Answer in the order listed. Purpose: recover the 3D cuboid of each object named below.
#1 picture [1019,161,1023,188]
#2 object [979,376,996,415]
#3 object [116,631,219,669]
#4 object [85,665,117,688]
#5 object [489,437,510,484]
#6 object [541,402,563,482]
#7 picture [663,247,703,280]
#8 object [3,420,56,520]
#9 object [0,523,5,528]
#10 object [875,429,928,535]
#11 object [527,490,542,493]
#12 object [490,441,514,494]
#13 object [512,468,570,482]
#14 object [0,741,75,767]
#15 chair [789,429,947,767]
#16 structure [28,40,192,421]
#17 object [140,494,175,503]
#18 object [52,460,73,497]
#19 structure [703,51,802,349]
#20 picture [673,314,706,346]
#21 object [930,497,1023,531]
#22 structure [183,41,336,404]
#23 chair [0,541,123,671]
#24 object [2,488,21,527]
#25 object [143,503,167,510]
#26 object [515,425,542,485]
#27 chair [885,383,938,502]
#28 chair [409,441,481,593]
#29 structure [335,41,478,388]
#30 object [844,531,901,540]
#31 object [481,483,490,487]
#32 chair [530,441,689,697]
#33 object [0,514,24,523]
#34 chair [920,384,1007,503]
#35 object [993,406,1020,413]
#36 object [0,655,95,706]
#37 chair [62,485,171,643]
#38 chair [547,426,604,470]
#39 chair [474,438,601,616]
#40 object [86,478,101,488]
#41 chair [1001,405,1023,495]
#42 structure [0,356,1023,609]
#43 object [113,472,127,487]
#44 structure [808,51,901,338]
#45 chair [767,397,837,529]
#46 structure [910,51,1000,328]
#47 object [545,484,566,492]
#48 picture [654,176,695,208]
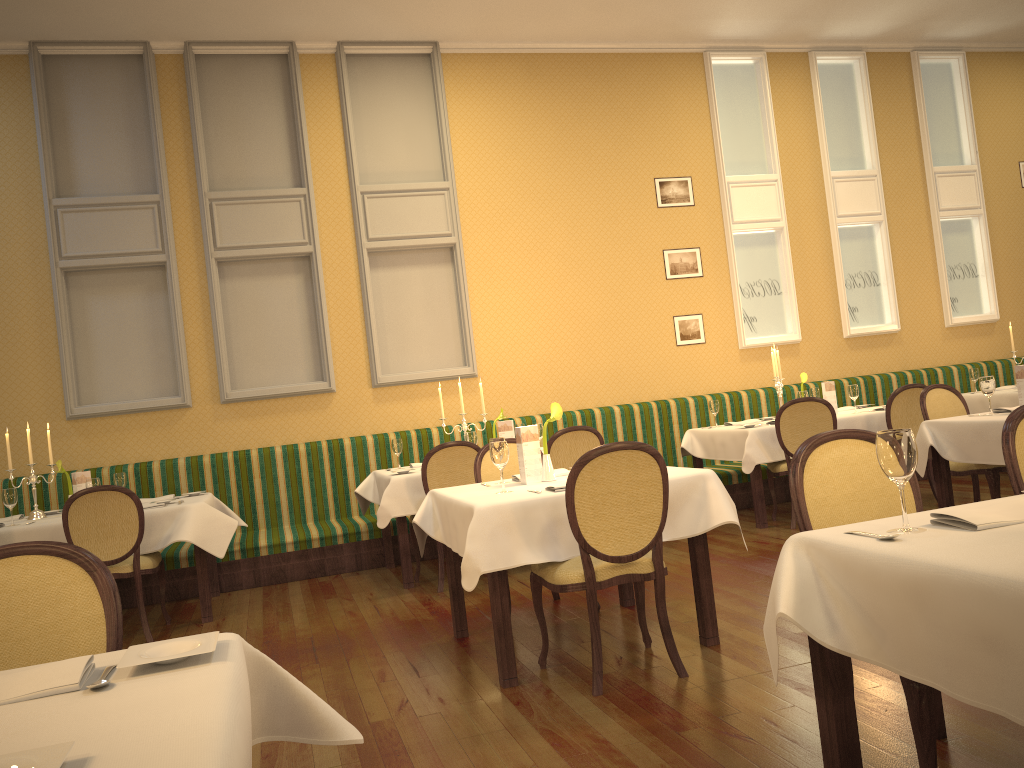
[{"bbox_3d":[5.870,-2.343,9.887,0.504,0.294,0.008,-6,-1,-16],"label":"picture"},{"bbox_3d":[2.846,0.068,5.292,0.088,0.229,0.088,-7,-2,26],"label":"object"},{"bbox_3d":[-0.610,0.485,1.589,0.160,0.024,0.160,-6,-1,-16],"label":"object"},{"bbox_3d":[-0.696,0.498,1.517,0.038,0.015,0.181,-6,-1,-14],"label":"object"},{"bbox_3d":[-0.063,0.386,4.464,0.088,0.229,0.088,-7,-2,32],"label":"object"},{"bbox_3d":[0.186,0.279,4.254,0.076,0.375,0.163,-6,-2,-39],"label":"object"},{"bbox_3d":[1.670,-1.176,8.651,0.401,0.294,0.008,-6,-1,-16],"label":"picture"},{"bbox_3d":[-3.178,0.570,5.873,0.131,0.655,0.390,-7,-2,30],"label":"object"},{"bbox_3d":[-3.257,0.880,5.399,0.273,0.033,0.142,-6,-1,-16],"label":"object"},{"bbox_3d":[0.878,0.219,2.004,0.088,0.229,0.088,-7,-2,32],"label":"object"},{"bbox_3d":[0.094,0.463,3.844,0.017,0.010,0.185,-6,-1,-16],"label":"object"},{"bbox_3d":[-0.048,0.373,3.973,0.088,0.229,0.088,-7,-2,32],"label":"object"},{"bbox_3d":[0.148,0.464,4.506,0.273,0.033,0.142,-6,-1,-16],"label":"object"},{"bbox_3d":[-0.613,0.473,1.038,0.160,0.024,0.160,-6,-1,-16],"label":"object"},{"bbox_3d":[1.122,0.597,2.427,0.530,0.955,0.571,-6,-1,-16],"label":"chair"},{"bbox_3d":[-3.297,-1.296,7.292,0.956,3.103,0.200,-6,-1,-16],"label":"structure"},{"bbox_3d":[-2.533,0.816,6.267,0.273,0.033,0.142,-6,-1,-16],"label":"object"},{"bbox_3d":[-2.991,0.691,5.953,0.076,0.375,0.163,-7,-1,6],"label":"object"},{"bbox_3d":[2.398,-1.859,8.911,0.687,2.985,0.200,-6,-1,-16],"label":"structure"},{"bbox_3d":[1.728,-0.527,8.631,0.313,0.294,0.008,-6,-1,-16],"label":"picture"},{"bbox_3d":[1.110,0.293,2.009,0.273,0.033,0.142,-6,-1,-16],"label":"object"},{"bbox_3d":[-2.165,-1.420,7.614,0.956,3.103,0.200,-6,-1,-16],"label":"structure"},{"bbox_3d":[-1.027,0.832,1.815,0.530,0.955,0.571,-6,-1,-16],"label":"chair"},{"bbox_3d":[-3.094,0.761,5.475,0.088,0.229,0.088,-7,-2,32],"label":"object"},{"bbox_3d":[-2.335,0.782,5.608,0.273,0.024,0.142,-6,-1,-16],"label":"object"},{"bbox_3d":[0.064,0.345,4.305,0.081,0.277,0.166,-7,-2,31],"label":"object"},{"bbox_3d":[2.987,0.488,6.923,0.530,0.955,0.571,-6,-1,-16],"label":"chair"},{"bbox_3d":[-0.407,0.858,5.958,0.530,0.955,0.571,-6,-1,-16],"label":"chair"},{"bbox_3d":[-0.949,-1.553,7.961,0.956,3.103,0.200,-6,-1,-16],"label":"structure"},{"bbox_3d":[0.804,0.335,1.982,0.038,0.015,0.181,-6,-1,-14],"label":"object"},{"bbox_3d":[-0.128,0.503,4.431,0.017,0.010,0.185,-6,-1,-15],"label":"object"},{"bbox_3d":[0.381,0.713,3.658,0.530,0.955,0.571,-6,-1,-16],"label":"chair"},{"bbox_3d":[-3.450,0.916,5.967,0.273,0.033,0.142,-6,-1,-16],"label":"object"},{"bbox_3d":[3.013,0.456,5.700,0.530,0.955,0.571,-6,-1,-26],"label":"chair"},{"bbox_3d":[3.057,0.146,5.335,0.273,0.033,0.142,-6,-1,-16],"label":"object"},{"bbox_3d":[-0.860,0.509,1.486,0.273,0.033,0.142,-6,-1,-16],"label":"object"},{"bbox_3d":[-2.422,1.078,5.383,0.530,0.955,0.571,-6,-1,-16],"label":"chair"},{"bbox_3d":[0.393,0.771,6.185,0.530,0.955,0.571,-6,-1,-16],"label":"chair"},{"bbox_3d":[0.097,0.774,4.867,0.530,0.955,0.571,-6,-1,-16],"label":"chair"},{"bbox_3d":[-2.646,0.713,5.620,0.088,0.229,0.088,-7,-2,32],"label":"object"},{"bbox_3d":[1.861,0.517,2.637,0.530,0.955,0.571,-6,-1,-16],"label":"chair"},{"bbox_3d":[0.370,0.777,7.766,14.516,1.031,0.850,-6,-1,-16],"label":"structure"},{"bbox_3d":[-2.744,0.738,6.224,0.088,0.229,0.088,-7,-2,32],"label":"object"},{"bbox_3d":[3.542,-1.984,9.237,0.661,2.985,0.200,-6,-1,-16],"label":"structure"},{"bbox_3d":[2.209,0.573,6.696,0.530,0.955,0.571,-7,-1,9],"label":"chair"},{"bbox_3d":[4.756,-2.117,9.582,0.670,2.985,0.200,-6,-1,-16],"label":"structure"},{"bbox_3d":[0.293,0.435,3.832,0.273,0.024,0.142,-6,-1,-16],"label":"object"},{"bbox_3d":[1.589,-1.876,8.668,0.401,0.294,0.008,-6,-1,-16],"label":"picture"}]
